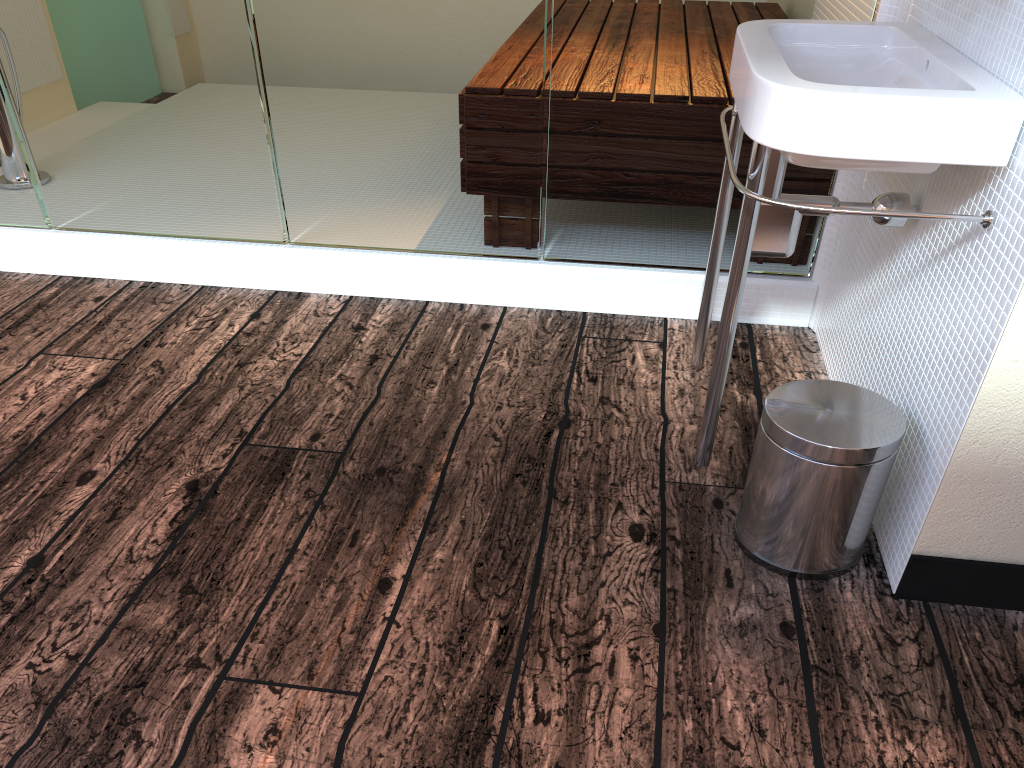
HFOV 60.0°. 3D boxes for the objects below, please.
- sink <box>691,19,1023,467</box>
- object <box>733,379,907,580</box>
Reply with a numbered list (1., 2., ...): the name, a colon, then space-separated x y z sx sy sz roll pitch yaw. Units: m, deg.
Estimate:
1. sink: 0.532 -0.255 1.624 0.346 0.800 0.668 5 34 7
2. object: 0.509 0.177 1.491 0.222 0.312 0.219 -15 37 -22
